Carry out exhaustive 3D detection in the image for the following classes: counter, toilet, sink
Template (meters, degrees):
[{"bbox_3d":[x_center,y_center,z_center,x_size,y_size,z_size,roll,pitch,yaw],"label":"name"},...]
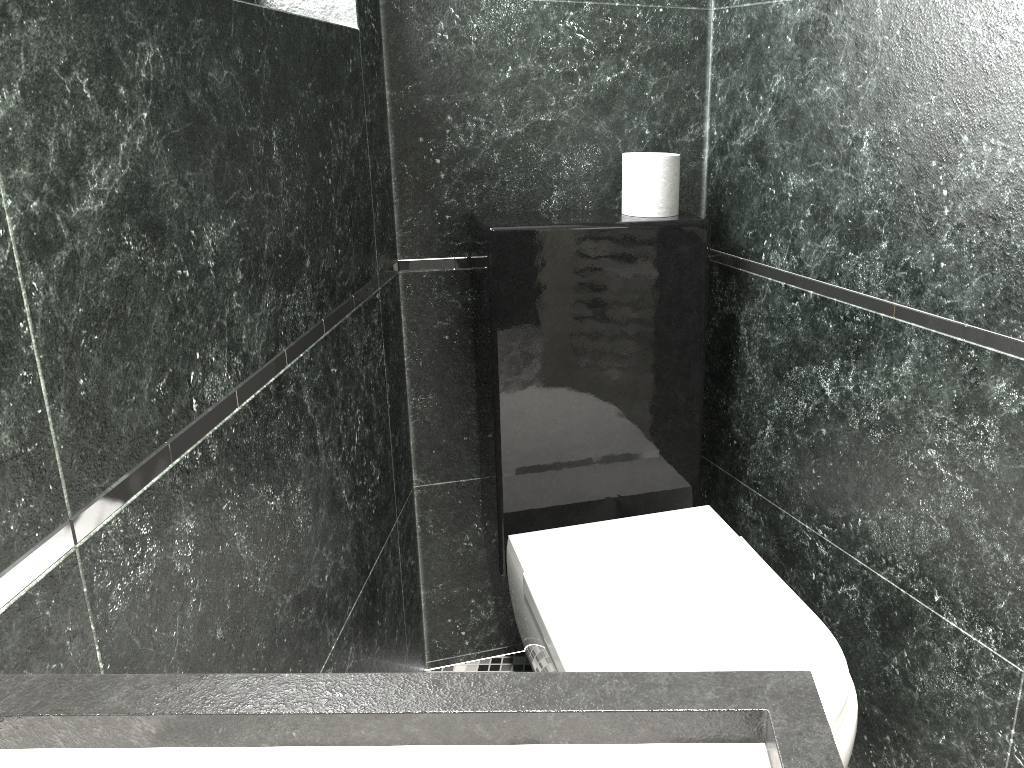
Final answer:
[{"bbox_3d":[-0.141,0.912,0.152,0.641,1.049,1.332,1,18,5],"label":"counter"},{"bbox_3d":[0.279,0.317,1.729,0.517,1.173,1.042,-6,19,-13],"label":"toilet"},{"bbox_3d":[-0.138,0.317,0.233,0.542,0.407,0.725,1,19,3],"label":"sink"}]

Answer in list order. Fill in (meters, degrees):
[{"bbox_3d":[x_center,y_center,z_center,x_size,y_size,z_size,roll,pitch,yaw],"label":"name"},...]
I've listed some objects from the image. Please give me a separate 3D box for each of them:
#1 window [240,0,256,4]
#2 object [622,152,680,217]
[{"bbox_3d":[-0.562,-1.001,0.951,0.038,1.067,1.068,0,18,6],"label":"window"},{"bbox_3d":[0.311,-0.448,1.958,0.122,0.130,0.135,8,20,23],"label":"object"}]
